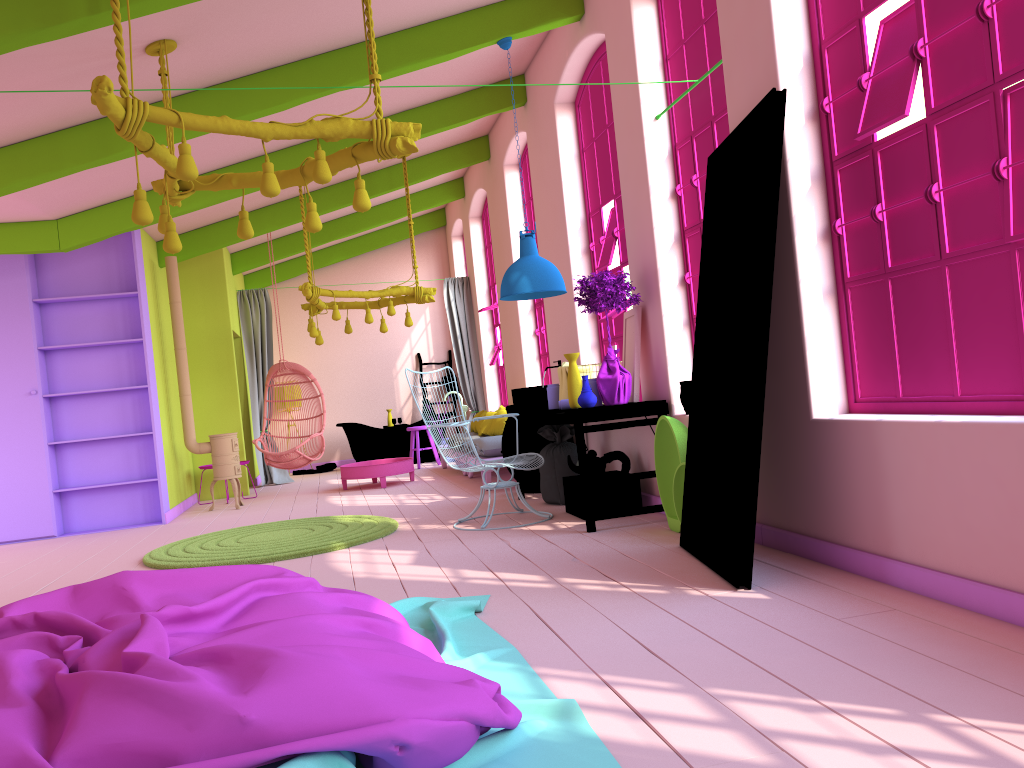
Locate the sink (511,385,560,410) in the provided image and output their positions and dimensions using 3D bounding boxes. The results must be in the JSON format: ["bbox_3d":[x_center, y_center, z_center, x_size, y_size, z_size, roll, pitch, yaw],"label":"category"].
[{"bbox_3d":[0.207,0.115,7.565,0.340,0.194,0.609,-6,0,-12],"label":"sink"}]

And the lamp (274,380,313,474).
[{"bbox_3d":[-3.549,0.689,14.142,0.491,1.466,0.476,-6,0,18],"label":"lamp"}]

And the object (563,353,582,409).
[{"bbox_3d":[0.436,-0.022,6.197,0.116,0.383,0.116,-6,0,-38],"label":"object"}]

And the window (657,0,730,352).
[{"bbox_3d":[1.255,-1.328,5.450,0.072,3.047,1.275,-6,0,-12],"label":"window"}]

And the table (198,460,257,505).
[{"bbox_3d":[-3.431,1.181,10.649,0.596,0.458,0.595,-6,0,26],"label":"table"}]

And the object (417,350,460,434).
[{"bbox_3d":[-1.191,0.327,14.748,0.603,1.765,0.410,-6,0,-12],"label":"object"}]

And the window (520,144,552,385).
[{"bbox_3d":[0.357,-1.213,9.737,0.072,3.047,1.275,-6,0,-12],"label":"window"}]

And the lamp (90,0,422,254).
[{"bbox_3d":[-1.633,-1.884,5.010,1.610,2.264,1.776,-6,0,-30],"label":"lamp"}]

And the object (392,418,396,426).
[{"bbox_3d":[-1.812,0.616,13.666,0.069,0.170,0.069,-6,0,8],"label":"object"}]

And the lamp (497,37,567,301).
[{"bbox_3d":[0.063,-1.677,6.868,0.529,2.002,0.528,-6,0,20],"label":"lamp"}]

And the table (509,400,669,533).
[{"bbox_3d":[0.556,0.569,6.968,0.655,0.821,2.193,-6,0,-12],"label":"table"}]

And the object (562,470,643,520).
[{"bbox_3d":[0.672,0.828,6.660,0.446,0.277,0.522,-6,0,-12],"label":"object"}]

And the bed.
[{"bbox_3d":[-1.140,0.880,2.384,2.801,0.514,3.577,-6,0,-12],"label":"bed"}]

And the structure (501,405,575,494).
[{"bbox_3d":[0.247,0.598,8.446,0.717,0.845,0.718,-6,0,-44],"label":"structure"}]

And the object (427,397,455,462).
[{"bbox_3d":[-1.028,0.680,13.248,0.451,0.987,0.277,-6,0,32],"label":"object"}]

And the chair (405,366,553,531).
[{"bbox_3d":[-0.203,0.441,6.773,0.925,1.238,1.078,-6,0,23],"label":"chair"}]

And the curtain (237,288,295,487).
[{"bbox_3d":[-3.509,0.017,12.451,0.518,2.785,0.525,-6,0,-31],"label":"curtain"}]

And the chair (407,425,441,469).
[{"bbox_3d":[-1.327,0.911,12.832,0.472,0.593,0.446,-6,0,-43],"label":"chair"}]

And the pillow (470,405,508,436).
[{"bbox_3d":[-0.198,0.458,10.768,0.578,0.399,1.998,-6,0,-12],"label":"pillow"}]

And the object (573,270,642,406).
[{"bbox_3d":[0.679,-0.328,6.197,0.503,0.951,0.441,-6,0,38],"label":"object"}]

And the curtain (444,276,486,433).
[{"bbox_3d":[-0.641,-0.221,13.046,0.518,2.785,0.525,-6,0,7],"label":"curtain"}]

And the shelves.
[{"bbox_3d":[-4.554,-0.026,8.819,1.841,3.104,0.384,-6,0,-12],"label":"shelves"}]

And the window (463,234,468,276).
[{"bbox_3d":[-0.538,-1.099,14.006,0.072,3.047,1.275,-6,0,-12],"label":"window"}]

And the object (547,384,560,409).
[{"bbox_3d":[0.339,0.099,7.086,0.109,0.197,0.109,-6,0,-20],"label":"object"}]

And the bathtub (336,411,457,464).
[{"bbox_3d":[-1.760,0.886,13.872,1.889,0.740,0.826,-6,0,-12],"label":"bathtub"}]

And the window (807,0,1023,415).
[{"bbox_3d":[1.660,-1.370,3.586,0.214,3.010,1.514,-6,0,-12],"label":"window"}]

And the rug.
[{"bbox_3d":[-1.839,1.206,6.885,1.888,0.050,1.889,-6,0,-24],"label":"rug"}]

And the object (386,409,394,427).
[{"bbox_3d":[-1.899,0.553,13.817,0.097,0.321,0.097,-6,0,-1],"label":"object"}]

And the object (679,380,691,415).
[{"bbox_3d":[1.200,0.086,5.846,0.182,0.223,0.182,-6,0,-34],"label":"object"}]

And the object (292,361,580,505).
[{"bbox_3d":[-1.494,0.422,10.887,2.826,1.580,7.866,-6,0,-11],"label":"object"}]

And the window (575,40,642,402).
[{"bbox_3d":[0.868,-1.270,7.330,0.492,3.004,1.497,-6,0,-12],"label":"window"}]

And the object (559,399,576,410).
[{"bbox_3d":[0.421,0.151,6.648,0.137,0.076,0.076,-6,0,8],"label":"object"}]

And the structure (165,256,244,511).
[{"bbox_3d":[-3.357,-0.012,9.825,0.577,2.814,0.403,-6,0,5],"label":"structure"}]

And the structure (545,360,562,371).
[{"bbox_3d":[0.372,-0.001,7.627,0.166,0.397,0.087,-6,0,-2],"label":"structure"}]

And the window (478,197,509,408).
[{"bbox_3d":[-0.145,-1.139,12.138,0.551,3.010,1.514,-6,0,-12],"label":"window"}]

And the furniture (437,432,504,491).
[{"bbox_3d":[-0.307,0.835,10.655,0.907,0.507,3.776,-6,0,-12],"label":"furniture"}]

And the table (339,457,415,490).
[{"bbox_3d":[-1.613,1.081,10.671,0.885,0.285,0.885,-6,0,14],"label":"table"}]

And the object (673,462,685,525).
[{"bbox_3d":[1.095,0.684,5.244,0.137,0.463,0.284,-6,0,-27],"label":"object"}]

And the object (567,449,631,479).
[{"bbox_3d":[0.664,0.736,6.808,0.300,0.448,0.672,-6,0,-36],"label":"object"}]

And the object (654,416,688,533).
[{"bbox_3d":[1.085,0.552,5.579,0.218,0.733,0.451,-6,0,-12],"label":"object"}]

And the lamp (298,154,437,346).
[{"bbox_3d":[-2.027,-1.617,10.588,1.610,2.264,1.776,-6,0,-30],"label":"lamp"}]

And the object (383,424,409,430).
[{"bbox_3d":[-1.814,0.678,13.865,0.360,0.068,1.324,-6,0,-12],"label":"object"}]

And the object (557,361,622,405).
[{"bbox_3d":[0.576,-0.009,6.956,0.444,0.369,0.633,-6,0,-12],"label":"object"}]

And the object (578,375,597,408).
[{"bbox_3d":[0.504,0.051,6.007,0.132,0.219,0.132,-6,0,5],"label":"object"}]

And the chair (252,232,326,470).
[{"bbox_3d":[-2.826,-0.513,10.801,0.860,3.130,0.806,-6,0,8],"label":"chair"}]

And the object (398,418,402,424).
[{"bbox_3d":[-1.748,0.611,13.846,0.069,0.170,0.069,-6,0,8],"label":"object"}]

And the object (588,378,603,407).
[{"bbox_3d":[0.580,0.061,6.297,0.109,0.197,0.109,-6,0,25],"label":"object"}]

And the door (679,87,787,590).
[{"bbox_3d":[1.087,-0.191,4.499,0.450,2.211,1.153,-6,0,-2],"label":"door"}]

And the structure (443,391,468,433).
[{"bbox_3d":[-0.799,0.632,14.057,0.452,1.061,0.254,-6,0,32],"label":"structure"}]
